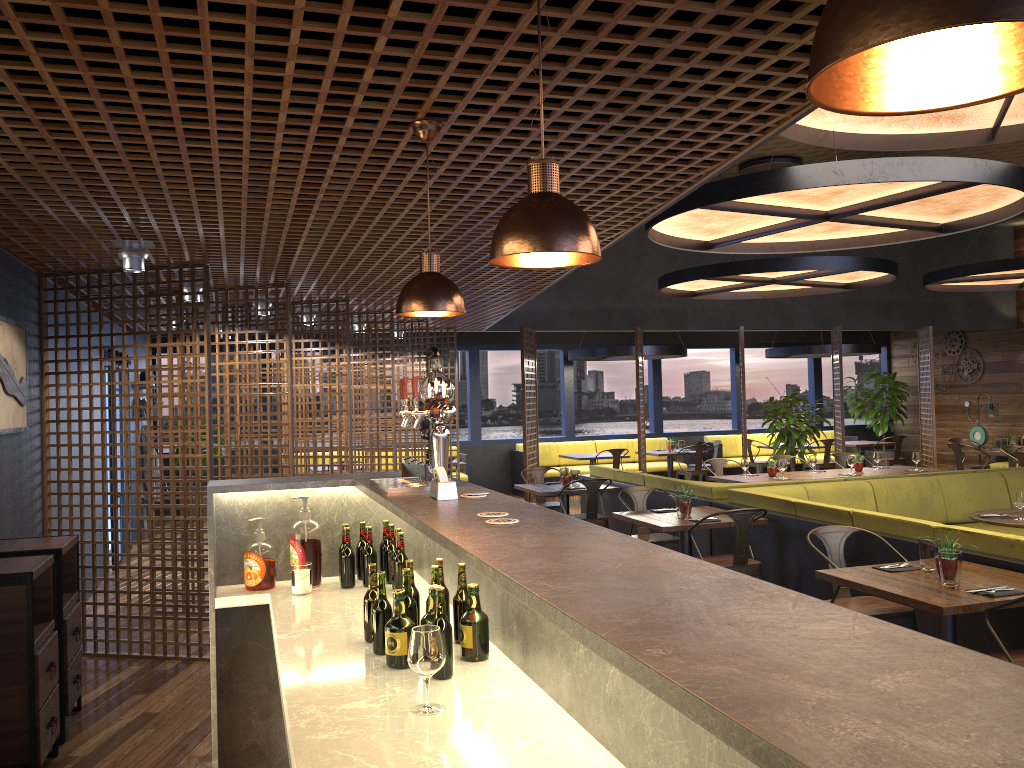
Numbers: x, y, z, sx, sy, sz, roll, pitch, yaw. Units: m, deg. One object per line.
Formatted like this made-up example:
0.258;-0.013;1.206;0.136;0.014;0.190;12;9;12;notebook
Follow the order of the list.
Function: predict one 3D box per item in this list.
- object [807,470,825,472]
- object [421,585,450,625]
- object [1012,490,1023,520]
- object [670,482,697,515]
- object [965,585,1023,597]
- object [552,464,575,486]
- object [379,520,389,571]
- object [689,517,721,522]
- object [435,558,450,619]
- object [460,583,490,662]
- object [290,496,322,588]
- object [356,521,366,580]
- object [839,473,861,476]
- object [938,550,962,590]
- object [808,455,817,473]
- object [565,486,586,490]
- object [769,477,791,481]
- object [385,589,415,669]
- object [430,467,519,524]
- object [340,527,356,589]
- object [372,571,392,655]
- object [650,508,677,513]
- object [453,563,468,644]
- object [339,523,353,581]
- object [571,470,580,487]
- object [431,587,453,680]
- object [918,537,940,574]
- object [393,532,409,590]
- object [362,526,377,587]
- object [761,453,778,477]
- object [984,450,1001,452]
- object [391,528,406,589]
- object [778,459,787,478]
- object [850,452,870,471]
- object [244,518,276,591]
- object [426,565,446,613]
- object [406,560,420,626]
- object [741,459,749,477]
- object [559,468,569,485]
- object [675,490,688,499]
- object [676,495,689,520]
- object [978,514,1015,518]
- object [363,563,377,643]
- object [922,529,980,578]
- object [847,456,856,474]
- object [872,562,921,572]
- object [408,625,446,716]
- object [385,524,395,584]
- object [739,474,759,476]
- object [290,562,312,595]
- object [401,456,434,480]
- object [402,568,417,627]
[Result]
3.627;1.036;10.556;0.157;0.019;0.255;-1;-1;-17;object
-0.233;0.724;2.687;0.088;0.224;0.088;-2;-1;12;object
3.665;0.874;6.394;0.097;0.206;0.097;-2;-1;24;object
1.390;0.909;7.063;0.260;0.271;0.238;-1;-1;-16;object
2.242;0.966;4.145;0.255;0.019;0.157;-1;-1;-18;object
0.597;0.970;9.619;0.260;0.271;0.238;-1;-1;-16;object
-0.563;0.739;3.984;0.063;0.254;0.063;-2;-1;45;object
1.443;1.028;6.724;0.255;0.019;0.157;-1;-1;-18;object
-0.241;0.714;2.976;0.063;0.254;0.063;-1;-1;-20;object
-0.115;0.721;2.693;0.088;0.224;0.088;-1;-1;-23;object
-0.890;0.678;3.829;0.133;0.385;0.133;-2;-1;22;object
-0.663;0.741;3.955;0.063;0.254;0.063;-2;-1;25;object
3.802;1.022;10.019;0.157;0.019;0.255;-1;-1;-17;object
2.102;0.891;4.250;0.102;0.178;0.102;-2;-1;18;object
3.532;0.942;10.410;0.097;0.206;0.097;-2;-1;28;object
0.641;1.090;9.310;0.255;0.019;0.157;-1;-1;-18;object
2.934;1.041;9.749;0.157;0.019;0.255;-1;-1;-17;object
-0.334;0.726;2.639;0.088;0.224;0.088;-2;-1;27;object
-0.078;0.321;2.695;0.200;0.106;0.766;-1;-1;-17;object
-0.701;0.739;3.777;0.063;0.254;0.063;-1;-1;-30;object
-0.407;0.715;2.775;0.063;0.254;0.063;-2;-1;36;object
1.285;1.042;7.343;0.255;0.019;0.157;-1;-1;-18;object
-0.160;0.710;2.878;0.063;0.254;0.063;-2;-1;45;object
-0.731;0.742;3.903;0.063;0.254;0.063;-1;-1;-25;object
0.681;1.012;9.490;0.102;0.178;0.102;-1;-1;-12;object
-0.201;0.705;2.519;0.063;0.254;0.063;-1;-1;-29;object
2.178;0.895;4.629;0.102;0.178;0.102;-1;-1;-32;object
-0.450;0.730;3.601;0.063;0.254;0.063;-2;-1;45;object
-0.610;0.737;3.794;0.063;0.254;0.063;-1;-1;-25;object
2.955;0.917;10.103;0.238;0.271;0.260;-2;-1;4;object
7.021;0.983;12.970;0.157;0.019;0.255;-1;-1;-18;object
-0.474;0.732;3.717;0.063;0.254;0.063;-2;-1;11;object
3.025;0.947;9.898;0.097;0.206;0.097;-2;-1;28;object
4.077;0.893;10.451;0.238;0.271;0.260;-2;-1;4;object
-1.082;0.725;3.805;0.133;0.301;0.133;-1;-1;-12;object
-0.245;0.712;2.851;0.063;0.254;0.063;-1;-1;-14;object
-0.340;0.716;2.964;0.063;0.254;0.063;-2;-1;45;object
2.665;0.960;10.141;0.097;0.206;0.097;-2;-1;28;object
0.577;1.020;9.794;0.102;0.178;0.102;-1;-1;-2;object
1.379;0.958;7.208;0.102;0.178;0.102;-1;-1;-32;object
1.316;0.953;6.837;0.102;0.178;0.102;-1;-1;-32;object
3.591;0.972;6.550;0.255;0.019;0.157;-2;-1;15;object
-0.457;0.718;2.918;0.063;0.254;0.063;-2;-1;25;object
2.185;0.846;4.459;0.238;0.271;0.260;-2;-1;4;object
3.892;0.929;10.168;0.097;0.206;0.097;-2;-1;28;object
2.084;0.980;4.764;0.255;0.019;0.157;-1;-1;-18;object
-0.217;0.725;2.257;0.097;0.206;0.097;-2;-1;14;object
-0.520;0.735;3.844;0.063;0.254;0.063;-2;-1;45;object
2.760;1.054;10.287;0.157;0.019;0.255;-1;-1;-17;object
-0.873;0.807;3.681;0.088;0.123;0.088;-1;-1;-12;object
-0.383;0.353;3.751;0.091;0.091;0.177;-1;-1;-42;object
-0.333;0.714;2.815;0.063;0.254;0.063;-2;-1;11;object
